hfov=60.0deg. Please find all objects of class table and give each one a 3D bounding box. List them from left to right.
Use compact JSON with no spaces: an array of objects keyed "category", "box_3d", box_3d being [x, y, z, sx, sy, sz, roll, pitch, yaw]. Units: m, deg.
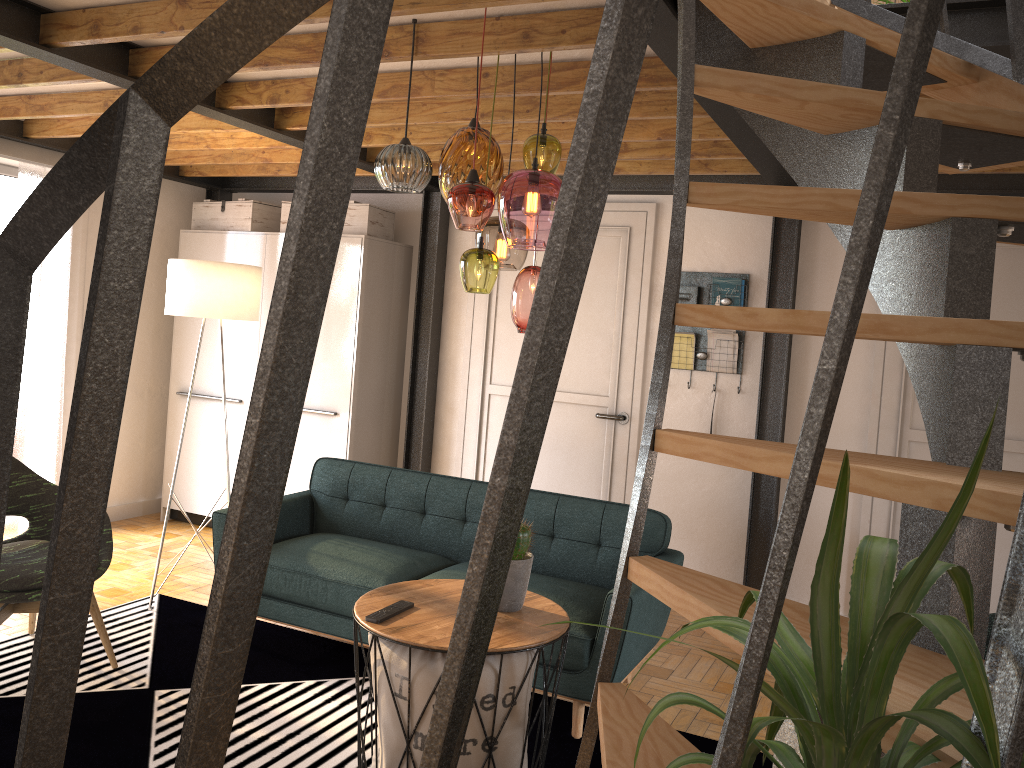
[{"category":"table","box_3d":[-0.175,0.973,2.784,0.680,0.685,0.683,3,3,-26]}]

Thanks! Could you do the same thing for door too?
[{"category":"door","box_3d":[0.211,0.026,5.466,1.202,2.298,0.088,5,1,25]},{"category":"door","box_3d":[2.430,0.258,4.436,1.202,2.298,0.088,5,1,25]}]

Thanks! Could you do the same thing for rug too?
[{"category":"rug","box_3d":[-0.601,1.270,3.064,3.505,0.010,1.700,6,4,25]}]

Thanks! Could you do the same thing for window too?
[{"category":"window","box_3d":[-0.694,-0.802,0.303,8.643,4.461,7.784,6,3,25]}]

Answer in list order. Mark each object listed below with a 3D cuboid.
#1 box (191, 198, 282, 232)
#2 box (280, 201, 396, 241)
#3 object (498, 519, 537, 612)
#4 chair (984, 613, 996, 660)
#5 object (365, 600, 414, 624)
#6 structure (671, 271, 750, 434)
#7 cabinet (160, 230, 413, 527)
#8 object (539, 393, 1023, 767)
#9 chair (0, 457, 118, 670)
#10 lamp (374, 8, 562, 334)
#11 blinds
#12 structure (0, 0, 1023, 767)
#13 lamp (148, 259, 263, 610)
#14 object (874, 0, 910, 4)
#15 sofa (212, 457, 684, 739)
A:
[{"category":"box","box_3d":[-1.865,-1.140,6.112,0.643,0.218,0.376,7,4,35]},{"category":"box","box_3d":[-1.130,-1.064,5.790,0.642,0.218,0.376,6,3,20]},{"category":"object","box_3d":[-0.013,0.569,2.838,0.190,0.295,0.173,4,2,-1]},{"category":"chair","box_3d":[1.014,0.984,1.893,0.901,0.963,0.898,5,2,10]},{"category":"object","box_3d":[-0.370,0.691,2.695,0.051,0.013,0.207,6,4,25]},{"category":"structure","box_3d":[1.084,-0.104,5.058,0.443,1.076,0.099,5,1,25]},{"category":"cabinet","box_3d":[-1.503,0.007,6.081,1.508,2.001,0.808,5,2,25]},{"category":"object","box_3d":[0.298,0.290,0.832,0.528,0.591,0.458,5,2,12]},{"category":"chair","box_3d":[-2.042,0.714,3.551,0.784,0.829,0.752,6,3,31]},{"category":"lamp","box_3d":[-0.109,-0.685,2.909,0.617,1.012,0.492,4,2,-25]},{"category":"blinds","box_3d":[-2.776,-0.236,5.442,0.124,2.284,0.667,5,1,24]},{"category":"structure","box_3d":[0.473,-0.440,1.457,1.631,3.815,2.246,6,2,40]},{"category":"lamp","box_3d":[-0.832,0.327,4.055,2.363,1.717,0.570,6,2,33]},{"category":"object","box_3d":[1.995,-1.636,4.174,0.788,1.047,0.735,3,2,-26]},{"category":"sofa","box_3d":[-0.310,0.843,3.916,1.976,0.782,0.824,6,3,25]}]
